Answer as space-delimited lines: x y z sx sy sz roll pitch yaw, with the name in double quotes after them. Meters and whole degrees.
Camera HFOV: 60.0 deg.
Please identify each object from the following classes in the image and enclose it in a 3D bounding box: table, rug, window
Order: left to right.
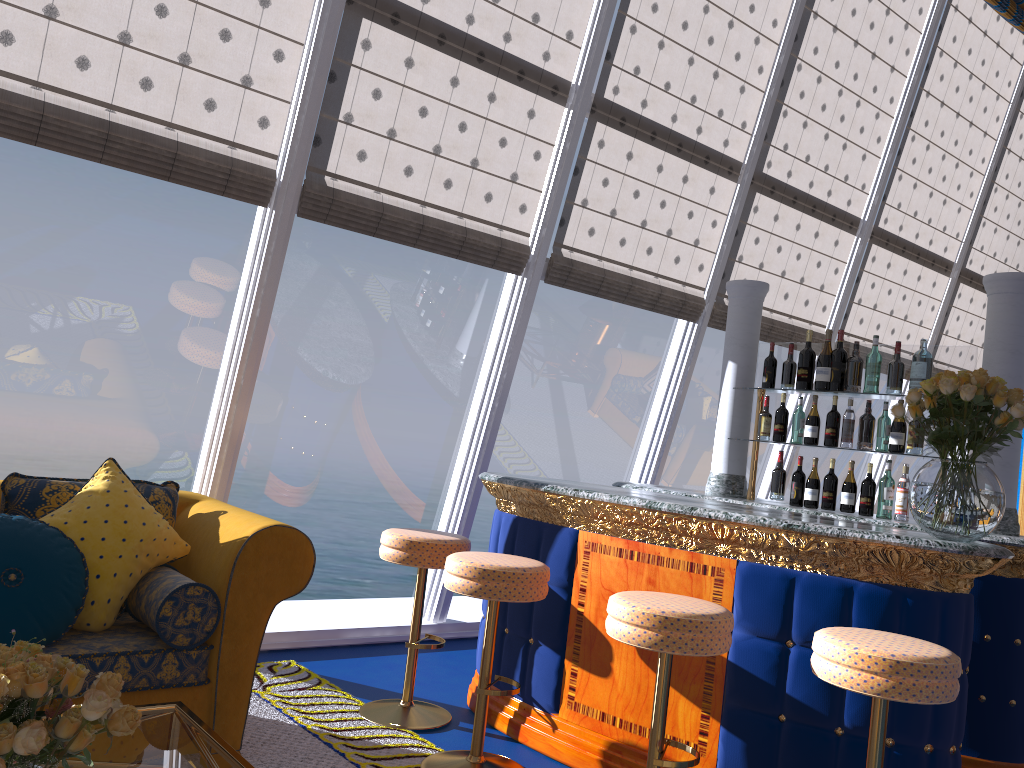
-2.403 1.023 1.111 6.327 0.010 3.554 10 -5 -39 "rug"
-1.021 1.043 1.870 0.917 0.369 0.964 9 -5 -39 "table"
-0.878 -1.567 4.041 15.638 5.853 1.601 9 -4 -39 "window"

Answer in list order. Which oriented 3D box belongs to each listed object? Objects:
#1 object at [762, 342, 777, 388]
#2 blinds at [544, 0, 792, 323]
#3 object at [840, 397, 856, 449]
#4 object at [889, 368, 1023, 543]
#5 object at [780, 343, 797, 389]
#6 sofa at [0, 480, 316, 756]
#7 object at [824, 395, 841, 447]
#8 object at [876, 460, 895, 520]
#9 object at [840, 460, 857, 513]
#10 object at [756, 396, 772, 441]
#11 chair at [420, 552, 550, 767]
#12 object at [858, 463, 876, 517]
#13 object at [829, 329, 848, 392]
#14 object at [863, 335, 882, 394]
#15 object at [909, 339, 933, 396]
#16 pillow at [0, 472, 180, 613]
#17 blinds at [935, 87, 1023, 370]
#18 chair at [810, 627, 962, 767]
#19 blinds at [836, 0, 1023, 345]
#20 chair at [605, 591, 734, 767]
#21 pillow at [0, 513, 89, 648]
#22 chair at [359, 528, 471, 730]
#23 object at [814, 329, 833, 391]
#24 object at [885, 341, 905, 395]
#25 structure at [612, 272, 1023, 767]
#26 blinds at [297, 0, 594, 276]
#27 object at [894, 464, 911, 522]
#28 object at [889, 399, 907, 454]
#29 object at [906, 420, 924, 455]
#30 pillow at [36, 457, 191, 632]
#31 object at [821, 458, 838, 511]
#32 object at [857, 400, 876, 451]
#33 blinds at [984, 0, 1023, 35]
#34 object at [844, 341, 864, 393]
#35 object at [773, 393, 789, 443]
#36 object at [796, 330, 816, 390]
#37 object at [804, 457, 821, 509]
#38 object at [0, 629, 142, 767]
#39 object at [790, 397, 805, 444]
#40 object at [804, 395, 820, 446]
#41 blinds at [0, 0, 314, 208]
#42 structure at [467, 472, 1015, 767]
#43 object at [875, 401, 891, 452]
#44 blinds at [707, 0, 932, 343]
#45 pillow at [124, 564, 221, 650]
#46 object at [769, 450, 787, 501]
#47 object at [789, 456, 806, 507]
1.312 -0.091 4.503 0.066 0.244 0.065 9 -4 -35 "object"
1.176 -2.167 5.300 1.380 3.392 0.865 9 -4 -39 "blinds"
1.567 0.180 4.128 0.056 0.239 0.057 5 -4 26 "object"
1.856 -6.734 1.195 63.929 33.587 62.648 9 -4 -32 "object"
1.397 -0.084 4.466 0.072 0.246 0.073 6 -3 11 "object"
-1.750 0.783 2.967 1.866 0.854 0.991 9 -4 -39 "sofa"
1.516 0.175 4.186 0.065 0.244 0.066 5 -4 33 "object"
1.705 0.479 4.039 0.068 0.269 0.069 6 -3 12 "object"
1.569 0.477 4.122 0.068 0.243 0.069 5 -4 33 "object"
1.260 0.171 4.411 0.065 0.224 0.066 5 -3 21 "object"
-0.093 1.034 3.282 0.398 0.781 0.398 7 -3 -1 "chair"
1.636 0.484 4.072 0.065 0.244 0.066 5 -4 33 "object"
1.554 -0.108 4.223 0.082 0.302 0.080 8 -3 -22 "object"
1.662 -0.089 4.077 0.070 0.271 0.068 8 -4 -28 "object"
1.839 -0.073 3.982 0.091 0.259 0.093 4 -4 34 "object"
-1.570 0.610 3.263 0.618 0.546 0.244 10 -4 -42 "pillow"
4.672 -1.582 8.152 1.380 3.392 0.865 9 -4 -39 "blinds"
1.016 1.110 2.495 0.395 0.781 0.401 5 -4 22 "chair"
3.519 -1.775 7.211 1.380 3.392 0.865 9 -4 -39 "blinds"
0.454 1.062 2.753 0.397 0.781 0.400 6 -3 11 "chair"
-1.564 0.615 2.734 0.478 0.404 0.317 8 -4 -26 "pillow"
-0.413 1.033 3.839 0.398 0.781 0.398 7 -3 -1 "chair"
1.505 -0.111 4.245 0.086 0.302 0.084 10 -5 -44 "object"
1.746 -0.072 4.031 0.072 0.246 0.073 6 -3 11 "object"
1.471 0.577 4.390 2.286 2.195 0.778 3 -5 42 "structure"
-0.013 -2.366 4.330 1.380 3.392 0.865 9 -4 -39 "blinds"
1.760 0.487 3.985 0.062 0.257 0.060 9 -4 -38 "object"
1.743 0.192 3.995 0.068 0.243 0.069 5 -4 33 "object"
1.796 0.194 3.934 0.072 0.244 0.071 8 -3 -18 "object"
-1.407 0.557 3.076 0.580 0.583 0.327 8 -4 -19 "pillow"
1.497 0.471 4.169 0.065 0.244 0.066 5 -4 33 "object"
1.636 0.190 4.090 0.071 0.232 0.072 5 -4 30 "object"
3.838 -3.299 6.891 1.541 0.830 0.335 9 -4 -39 "blinds"
1.605 -0.077 4.156 0.076 0.247 0.077 6 -3 15 "object"
1.328 0.165 4.368 0.065 0.244 0.066 5 -4 33 "object"
1.439 -0.114 4.327 0.082 0.302 0.080 9 -4 -33 "object"
1.439 0.472 4.235 0.068 0.243 0.069 5 -4 33 "object"
-1.057 0.698 1.819 0.450 0.388 0.509 4 -4 32 "object"
1.393 0.176 4.309 0.058 0.229 0.059 6 -3 11 "object"
1.443 0.174 4.250 0.068 0.243 0.069 5 -4 33 "object"
-1.178 -2.561 3.380 1.380 3.392 0.865 9 -4 -39 "blinds"
0.681 1.001 3.543 2.286 1.064 0.778 4 -5 40 "structure"
1.698 0.194 4.048 0.058 0.229 0.059 6 -3 11 "object"
2.319 -1.976 6.233 1.380 3.392 0.865 9 -4 -39 "blinds"
-1.170 0.757 3.046 0.217 0.219 0.369 9 -5 -39 "pillow"
1.308 0.447 4.343 0.070 0.242 0.072 5 -4 33 "object"
1.388 0.470 4.296 0.066 0.244 0.065 9 -4 -35 "object"
